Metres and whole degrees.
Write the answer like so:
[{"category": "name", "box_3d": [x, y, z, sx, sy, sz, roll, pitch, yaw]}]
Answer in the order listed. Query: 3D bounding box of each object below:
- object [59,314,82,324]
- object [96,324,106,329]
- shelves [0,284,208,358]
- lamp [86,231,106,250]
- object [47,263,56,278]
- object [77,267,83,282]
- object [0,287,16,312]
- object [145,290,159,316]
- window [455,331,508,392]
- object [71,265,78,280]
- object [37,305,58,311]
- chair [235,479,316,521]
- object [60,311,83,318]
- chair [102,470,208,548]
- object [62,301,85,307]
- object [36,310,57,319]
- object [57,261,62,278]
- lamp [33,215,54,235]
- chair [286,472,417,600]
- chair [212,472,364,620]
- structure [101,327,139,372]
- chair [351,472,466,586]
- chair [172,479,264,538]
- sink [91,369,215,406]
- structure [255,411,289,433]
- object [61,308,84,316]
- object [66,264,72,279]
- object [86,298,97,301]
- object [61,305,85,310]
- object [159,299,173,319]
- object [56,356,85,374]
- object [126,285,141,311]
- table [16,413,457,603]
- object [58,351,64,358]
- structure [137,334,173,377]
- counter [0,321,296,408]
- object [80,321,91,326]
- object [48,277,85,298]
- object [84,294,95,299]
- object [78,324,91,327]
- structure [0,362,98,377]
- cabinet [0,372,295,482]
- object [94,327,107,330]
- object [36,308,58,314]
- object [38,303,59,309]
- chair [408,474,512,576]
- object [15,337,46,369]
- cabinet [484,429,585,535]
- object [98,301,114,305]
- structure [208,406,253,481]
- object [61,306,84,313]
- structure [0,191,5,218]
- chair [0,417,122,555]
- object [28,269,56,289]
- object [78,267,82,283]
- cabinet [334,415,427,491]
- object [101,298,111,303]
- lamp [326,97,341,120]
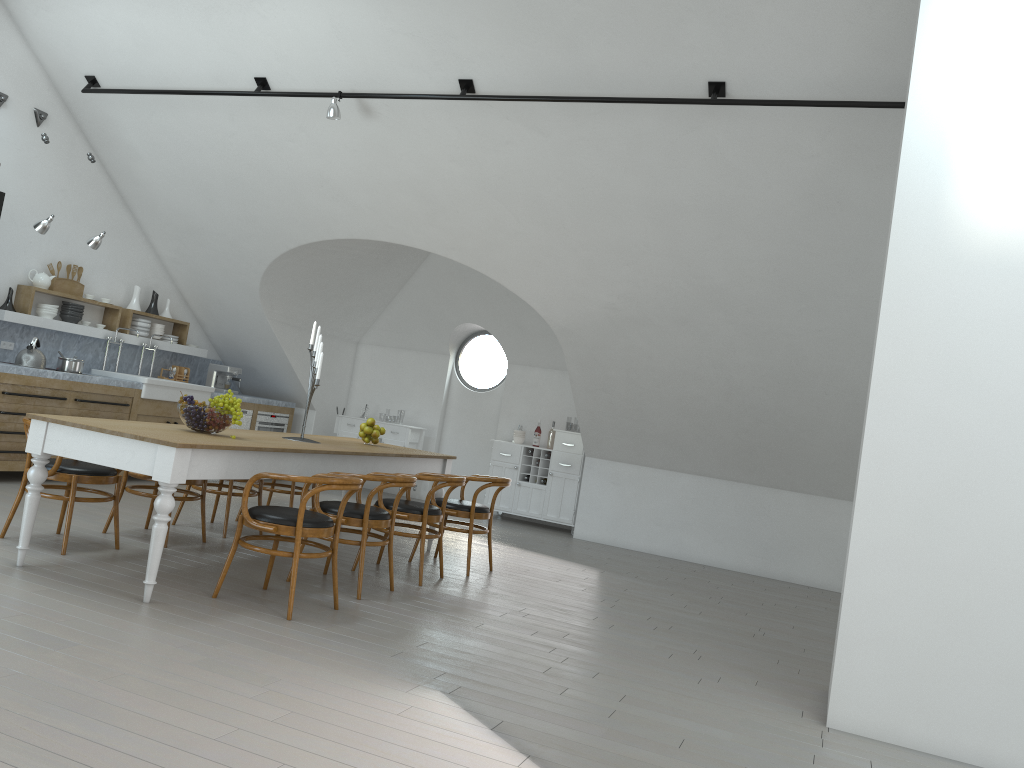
[{"category": "object", "box_3d": [-4.342, -0.632, 8.713, 0.206, 0.072, 0.205, 9, -3, 9]}, {"category": "object", "box_3d": [-4.224, -0.587, 9.095, 0.098, 0.049, 0.098, 8, -3, 19]}, {"category": "shelves", "box_3d": [-4.430, -1.240, 7.932, 0.480, 1.364, 5.534, 8, -3, 15]}, {"category": "lamp", "box_3d": [-3.742, -1.295, 7.993, 0.169, 0.177, 0.112, 8, -4, 13]}, {"category": "object", "box_3d": [-4.406, -1.028, 8.537, 0.016, 0.259, 0.198, 7, -4, 31]}, {"category": "object", "box_3d": [-4.301, -1.017, 8.769, 0.039, 0.298, 0.067, 8, -4, 21]}, {"category": "object", "box_3d": [-4.585, -0.774, 8.088, 0.156, 0.219, 0.155, 9, -4, 2]}, {"category": "object", "box_3d": [-3.931, -0.892, 9.732, 0.156, 0.269, 0.155, 7, -4, 25]}, {"category": "window", "box_3d": [-0.351, -0.288, 11.454, 0.901, 0.902, 0.060, 8, -4, 21]}, {"category": "object", "box_3d": [-4.321, -1.024, 8.709, 0.019, 0.300, 0.057, 8, -4, 21]}, {"category": "object", "box_3d": [-4.432, -0.700, 8.454, 0.181, 0.069, 0.180, 7, -3, 39]}, {"category": "chair", "box_3d": [-1.953, 0.809, 7.421, 0.622, 0.736, 0.525, 8, -4, 18]}, {"category": "object", "box_3d": [-4.338, -0.658, 8.714, 0.204, 0.086, 0.205, 11, -3, -31]}, {"category": "chair", "box_3d": [-2.410, 0.677, 6.053, 0.622, 0.736, 0.525, 8, -4, 18]}, {"category": "object", "box_3d": [-4.325, -0.760, 8.728, 0.206, 0.080, 0.205, 8, -3, 24]}, {"category": "object", "box_3d": [-4.440, -0.655, 8.449, 0.181, 0.064, 0.180, 7, -4, 44]}, {"category": "object", "box_3d": [-4.393, -1.042, 8.573, 0.028, 0.300, 0.055, 8, -4, 21]}, {"category": "lamp", "box_3d": [-3.946, -1.347, 7.456, 0.165, 0.178, 0.115, 6, -5, 39]}, {"category": "chair", "box_3d": [-0.942, 0.885, 5.428, 0.622, 0.736, 0.525, 8, -4, 21]}, {"category": "chair", "box_3d": [-1.156, 0.821, 4.737, 0.622, 0.736, 0.525, 8, -4, 24]}, {"category": "structure", "box_3d": [-3.985, -0.311, 9.094, 0.332, 0.531, 0.213, 9, -4, 2]}, {"category": "chair", "box_3d": [-0.675, 0.957, 6.099, 0.622, 0.736, 0.526, 8, -4, 16]}, {"category": "chair", "box_3d": [-2.213, 0.738, 6.752, 0.622, 0.736, 0.525, 8, -4, 24]}, {"category": "sink", "box_3d": [-3.701, 0.044, 9.164, 0.728, 0.202, 1.017, 8, -3, 21]}, {"category": "structure", "box_3d": [-3.165, 0.618, 10.694, 0.631, 0.638, 0.630, 8, -4, 21]}, {"category": "object", "box_3d": [-4.327, -0.685, 8.717, 0.205, 0.086, 0.205, 10, -3, -26]}, {"category": "object", "box_3d": [-4.351, -1.030, 8.684, 0.040, 0.300, 0.061, 8, -4, 19]}, {"category": "object", "box_3d": [-4.257, -0.848, 8.920, 0.164, 0.012, 0.163, 7, -3, 39]}, {"category": "object", "box_3d": [-4.327, -0.732, 8.727, 0.204, 0.084, 0.206, 11, -4, -41]}, {"category": "object", "box_3d": [-3.866, -0.847, 9.942, 0.156, 0.219, 0.155, 9, -4, 2]}, {"category": "object", "box_3d": [-4.060, -0.172, 8.232, 0.232, 0.170, 0.393, 9, -3, 1]}, {"category": "object", "box_3d": [-4.025, -0.918, 9.489, 0.156, 0.269, 0.155, 8, -4, 10]}, {"category": "table", "box_3d": [-1.575, 0.773, 6.017, 1.020, 0.800, 3.338, 8, -3, 21]}, {"category": "object", "box_3d": [-4.114, -0.209, 8.171, 0.236, 0.167, 0.051, 8, -4, 16]}, {"category": "structure", "box_3d": [-3.816, -0.265, 9.548, 0.332, 0.531, 0.213, 9, -4, 2]}, {"category": "counter", "box_3d": [-4.175, -0.369, 8.268, 0.963, 0.621, 6.554, 8, -3, 21]}, {"category": "object", "box_3d": [-4.291, -0.605, 8.916, 0.098, 0.049, 0.098, 8, -3, 19]}, {"category": "object", "box_3d": [-4.355, -0.950, 8.674, 0.084, 0.158, 0.352, 8, -3, 21]}, {"category": "object", "box_3d": [-4.254, -0.871, 8.921, 0.098, 0.049, 0.098, 8, -3, 19]}, {"category": "object", "box_3d": [-4.294, -0.582, 8.915, 0.164, 0.012, 0.163, 7, -3, 39]}, {"category": "structure", "box_3d": [-4.241, -0.123, 7.987, 0.648, 0.041, 0.735, 8, -3, 21]}, {"category": "cabinet", "box_3d": [-4.309, 0.436, 8.132, 1.005, 1.024, 6.408, 8, -3, 21]}, {"category": "object", "box_3d": [-4.228, -0.564, 9.093, 0.164, 0.012, 0.163, 7, -3, 39]}, {"category": "object", "box_3d": [-4.437, -0.677, 8.450, 0.180, 0.065, 0.181, 11, -3, -31]}, {"category": "object", "box_3d": [-4.427, -0.728, 8.458, 0.180, 0.076, 0.181, 11, -3, -31]}, {"category": "chair", "box_3d": [-0.361, 1.035, 6.746, 0.622, 0.736, 0.525, 8, -4, 24]}, {"category": "object", "box_3d": [-4.211, -0.281, 7.788, 0.246, 0.268, 0.245, 7, -4, 31]}, {"category": "cabinet", "box_3d": [0.333, 1.092, 10.512, 1.244, 1.156, 0.608, 8, -4, 21]}, {"category": "object", "box_3d": [-4.183, -0.828, 9.119, 0.164, 0.012, 0.163, 7, -3, 39]}, {"category": "structure", "box_3d": [-3.446, 0.639, 9.986, 0.599, 0.824, 0.722, 8, -4, 21]}, {"category": "object", "box_3d": [-4.329, -0.707, 8.720, 0.206, 0.072, 0.205, 9, -3, 9]}, {"category": "structure", "box_3d": [-4.710, -1.222, 6.845, 0.781, 1.888, 1.072, 8, -4, 21]}, {"category": "chair", "box_3d": [-2.716, 0.599, 5.401, 0.622, 0.736, 0.525, 8, -4, 21]}, {"category": "object", "box_3d": [-4.453, -0.984, 8.384, 0.174, 0.169, 0.167, 9, -3, 5]}, {"category": "object", "box_3d": [-4.305, -1.016, 8.810, 0.030, 0.294, 0.057, 8, -4, 21]}, {"category": "cabinet", "box_3d": [-1.711, 0.858, 11.098, 1.136, 0.791, 0.495, 8, -4, 21]}, {"category": "object", "box_3d": [-4.179, -0.851, 9.121, 0.098, 0.049, 0.098, 8, -3, 19]}, {"category": "lamp", "box_3d": [-1.398, -2.178, 7.011, 0.112, 0.175, 0.114, 10, -4, -16]}]
